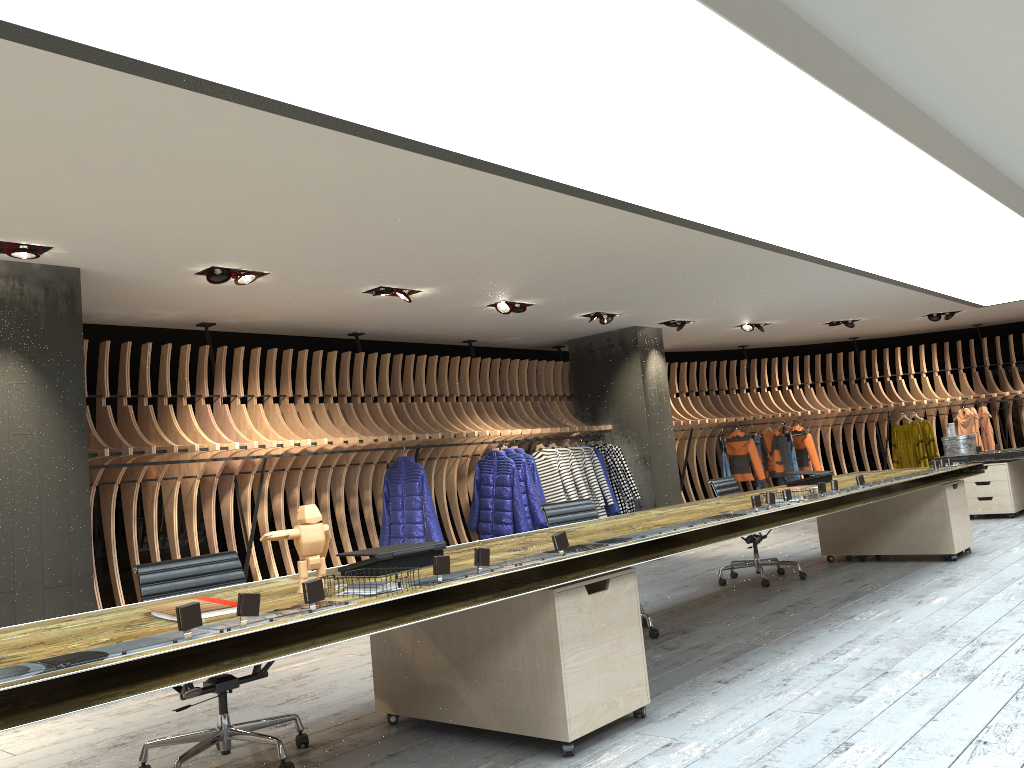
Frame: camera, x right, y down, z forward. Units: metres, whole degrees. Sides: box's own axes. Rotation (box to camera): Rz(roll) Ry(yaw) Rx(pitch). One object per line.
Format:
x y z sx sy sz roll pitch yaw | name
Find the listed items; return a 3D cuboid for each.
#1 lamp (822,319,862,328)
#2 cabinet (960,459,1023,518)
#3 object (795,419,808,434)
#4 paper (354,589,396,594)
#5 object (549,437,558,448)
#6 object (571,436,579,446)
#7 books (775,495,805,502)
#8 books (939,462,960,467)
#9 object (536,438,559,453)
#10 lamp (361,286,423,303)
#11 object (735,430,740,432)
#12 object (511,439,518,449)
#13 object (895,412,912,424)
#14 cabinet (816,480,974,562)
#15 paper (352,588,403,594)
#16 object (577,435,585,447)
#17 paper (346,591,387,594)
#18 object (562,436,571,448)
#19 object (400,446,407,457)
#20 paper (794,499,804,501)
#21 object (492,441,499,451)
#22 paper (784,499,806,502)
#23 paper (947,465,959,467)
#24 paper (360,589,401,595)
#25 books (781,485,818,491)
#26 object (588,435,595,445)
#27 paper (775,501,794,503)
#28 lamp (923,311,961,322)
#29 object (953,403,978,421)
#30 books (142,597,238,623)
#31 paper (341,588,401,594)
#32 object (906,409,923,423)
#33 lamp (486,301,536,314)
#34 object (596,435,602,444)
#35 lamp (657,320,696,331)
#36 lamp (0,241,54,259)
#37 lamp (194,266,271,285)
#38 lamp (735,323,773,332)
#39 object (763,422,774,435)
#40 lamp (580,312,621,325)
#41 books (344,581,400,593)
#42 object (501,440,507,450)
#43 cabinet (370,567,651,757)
4.845 -0.950 13.045 0.493 0.293 0.269 -4 -6 -17 | lamp
5.818 1.252 10.672 0.592 0.631 1.131 -11 -8 41 | cabinet
4.485 0.690 13.950 0.012 0.270 0.524 -3 -6 -19 | object
-0.458 0.674 2.893 0.130 0.004 0.176 0 -8 -44 | paper
0.513 0.794 10.774 0.517 0.313 0.012 -11 -8 40 | object
0.803 0.797 11.106 0.517 0.313 0.012 -11 -8 40 | object
1.661 0.686 5.311 0.155 0.025 0.110 -10 -7 36 | books
3.877 0.713 7.861 0.155 0.025 0.110 -10 -7 36 | books
0.358 0.792 10.596 0.517 0.313 0.012 -11 -8 40 | object
-1.070 -0.861 7.921 0.269 0.294 0.492 -11 -8 41 | lamp
3.437 0.752 13.518 0.012 0.270 0.524 -1 -7 -34 | object
0.031 0.773 10.267 0.524 0.270 0.012 -10 -8 40 | object
6.298 0.545 14.260 0.012 0.270 0.524 -3 -6 -19 | object
3.383 1.223 7.886 1.130 0.631 0.593 -11 -8 40 | cabinet
-0.458 0.674 2.893 0.130 0.004 0.176 -1 -7 -42 | paper
0.888 0.788 11.296 0.524 0.270 0.012 -10 -8 40 | object
-0.458 0.675 2.893 0.130 0.004 0.176 0 -8 -45 | paper
0.685 0.796 10.971 0.517 0.313 0.012 -11 -8 40 | object
-1.095 0.759 8.977 0.524 0.270 0.012 -10 -8 40 | object
1.660 0.698 5.316 0.130 0.004 0.176 -1 -7 -43 | paper
-0.191 0.786 10.035 0.522 0.293 0.012 -11 -8 40 | object
1.661 0.700 5.316 0.130 0.004 0.176 0 -8 -45 | paper
3.864 0.732 7.871 0.176 0.003 0.130 -10 -7 39 | paper
-0.458 0.676 2.893 0.130 0.004 0.176 -1 -7 -40 | paper
2.113 0.760 6.478 0.212 0.026 0.366 -10 -7 41 | books
1.037 0.811 11.377 0.515 0.317 0.012 -11 -8 40 | object
1.648 0.704 5.321 0.176 0.003 0.130 -10 -7 39 | paper
6.417 -1.083 13.240 0.492 0.298 0.269 -6 -6 1 | lamp
7.253 0.445 14.229 0.012 0.270 0.524 -4 -6 -14 | object
-1.009 0.714 2.812 0.213 0.026 0.365 -1 -7 -39 | books
-0.458 0.673 2.893 0.130 0.004 0.176 -1 -7 -43 | paper
6.480 0.529 14.271 0.012 0.270 0.524 -3 -6 -19 | object
-0.021 -0.852 9.123 0.269 0.286 0.492 -11 -8 41 | lamp
1.158 0.811 11.521 0.517 0.313 0.012 -11 -8 40 | object
2.118 -0.832 11.484 0.492 0.292 0.269 0 -8 -42 | lamp
-3.167 -0.885 5.519 0.269 0.296 0.492 -11 -8 41 | lamp
-2.118 -0.874 6.720 0.269 0.292 0.492 -11 -8 41 | lamp
3.378 -0.861 12.447 0.493 0.297 0.269 -2 -7 -29 | lamp
3.979 0.724 13.758 0.012 0.270 0.524 -2 -7 -29 | object
1.027 -0.837 10.324 0.269 0.292 0.492 -11 -8 41 | lamp
-0.457 0.660 2.888 0.155 0.025 0.110 -10 -7 36 | books
-0.074 0.778 10.120 0.522 0.291 0.012 -11 -8 40 | object
-0.039 1.181 3.962 1.130 0.631 0.593 -11 -8 40 | cabinet
